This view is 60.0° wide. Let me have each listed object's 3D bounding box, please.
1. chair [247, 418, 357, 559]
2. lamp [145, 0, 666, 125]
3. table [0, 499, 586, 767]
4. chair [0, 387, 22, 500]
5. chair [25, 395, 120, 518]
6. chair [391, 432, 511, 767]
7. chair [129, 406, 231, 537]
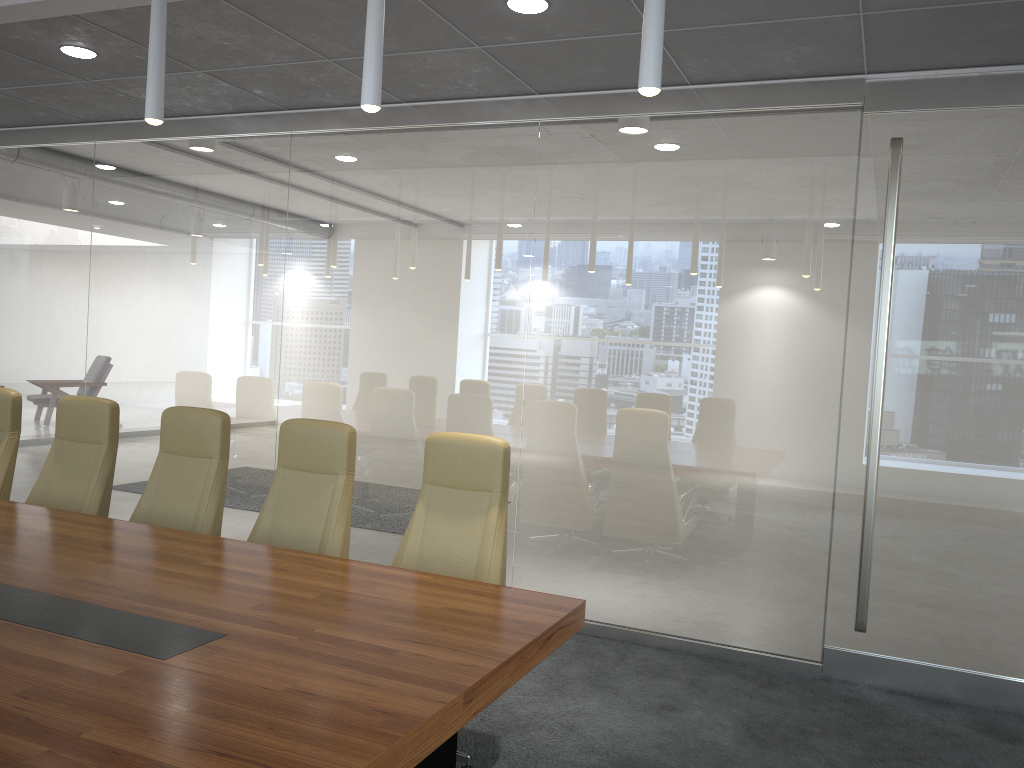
[{"bbox_3d":[-1.196,0.888,4.132,0.711,1.406,0.955,4,2,23],"label":"chair"},{"bbox_3d":[-2.983,-2.307,3.434,7.258,2.378,2.619,4,2,23],"label":"lamp"},{"bbox_3d":[-3.183,1.046,3.558,6.500,0.895,2.300,4,2,23],"label":"table"},{"bbox_3d":[-3.392,0.722,5.063,0.711,1.406,0.955,4,2,23],"label":"chair"},{"bbox_3d":[-2.661,0.777,4.754,0.711,1.406,0.955,4,2,23],"label":"chair"},{"bbox_3d":[-0.421,0.943,3.878,0.711,1.406,0.955,4,2,23],"label":"chair"},{"bbox_3d":[-1.927,0.833,4.442,0.711,1.406,0.955,4,2,23],"label":"chair"}]
